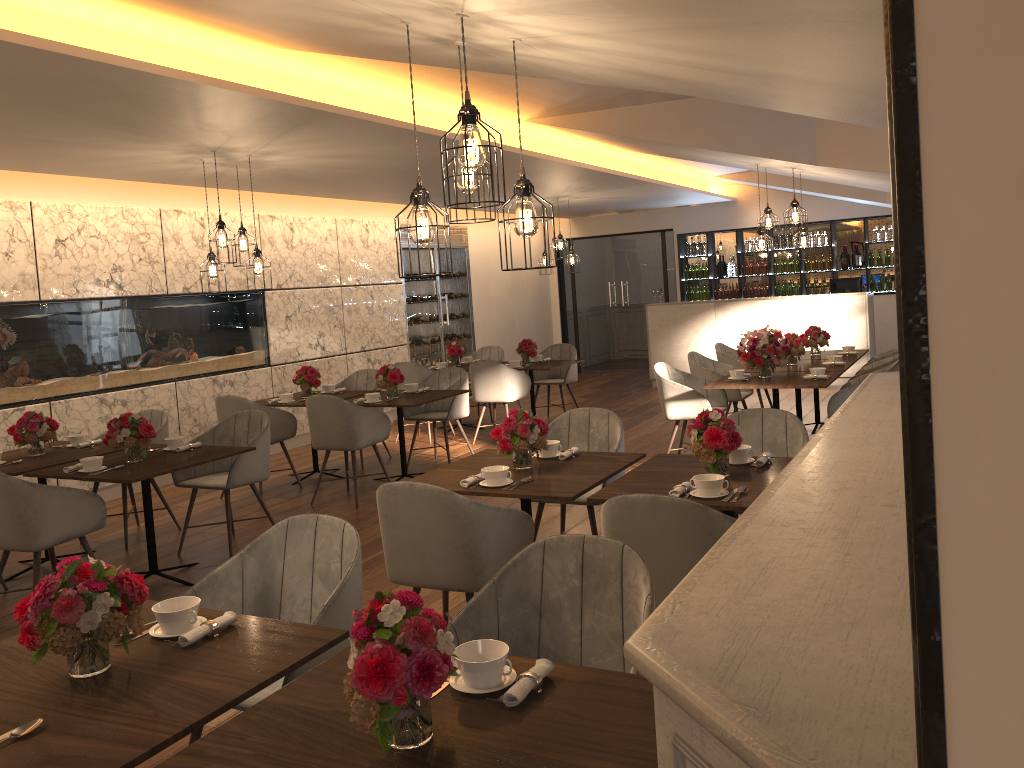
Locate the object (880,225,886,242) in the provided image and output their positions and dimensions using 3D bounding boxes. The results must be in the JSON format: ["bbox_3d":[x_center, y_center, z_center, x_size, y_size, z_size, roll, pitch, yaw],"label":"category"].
[{"bbox_3d":[5.391,-2.190,12.879,0.070,0.235,0.041,-2,4,28],"label":"object"}]

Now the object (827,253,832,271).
[{"bbox_3d":[4.762,-1.832,13.280,0.065,0.261,0.066,-4,3,7],"label":"object"}]

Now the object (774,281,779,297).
[{"bbox_3d":[4.084,-1.464,13.672,0.065,0.261,0.066,-4,3,7],"label":"object"}]

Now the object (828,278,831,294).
[{"bbox_3d":[4.787,-1.471,13.299,0.065,0.261,0.066,-4,3,7],"label":"object"}]

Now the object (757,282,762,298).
[{"bbox_3d":[3.853,-1.462,13.795,0.065,0.261,0.066,-4,3,7],"label":"object"}]

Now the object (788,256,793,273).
[{"bbox_3d":[4.254,-1.827,13.550,0.065,0.263,0.066,-4,3,7],"label":"object"}]

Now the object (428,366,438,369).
[{"bbox_3d":[-0.878,-0.182,9.867,0.056,0.039,0.176,-1,7,28],"label":"object"}]

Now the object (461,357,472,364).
[{"bbox_3d":[-0.527,-0.278,10.366,0.149,0.072,0.148,-9,7,-39],"label":"object"}]

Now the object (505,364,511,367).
[{"bbox_3d":[-0.067,-0.191,9.436,0.056,0.039,0.176,-1,7,28],"label":"object"}]

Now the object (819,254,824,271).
[{"bbox_3d":[4.664,-1.831,13.332,0.065,0.261,0.066,-4,3,7],"label":"object"}]

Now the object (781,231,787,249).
[{"bbox_3d":[4.151,-2.214,13.534,0.075,0.309,0.075,-1,4,39],"label":"object"}]

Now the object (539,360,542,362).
[{"bbox_3d":[0.352,-0.263,9.891,0.025,0.024,0.193,-1,7,28],"label":"object"}]

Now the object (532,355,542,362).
[{"bbox_3d":[0.284,-0.287,9.935,0.149,0.072,0.148,-9,7,-39],"label":"object"}]

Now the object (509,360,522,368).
[{"bbox_3d":[0.033,-0.208,9.382,0.148,0.072,0.148,-6,6,-19],"label":"object"}]

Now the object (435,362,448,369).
[{"bbox_3d":[-0.778,-0.200,9.813,0.148,0.072,0.148,-6,6,-19],"label":"object"}]

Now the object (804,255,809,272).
[{"bbox_3d":[4.469,-1.829,13.435,0.065,0.261,0.066,-4,3,7],"label":"object"}]

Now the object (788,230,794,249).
[{"bbox_3d":[4.243,-2.215,13.485,0.075,0.309,0.075,-1,4,39],"label":"object"}]

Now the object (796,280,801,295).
[{"bbox_3d":[4.376,-1.467,13.516,0.065,0.261,0.066,-4,3,7],"label":"object"}]

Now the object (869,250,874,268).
[{"bbox_3d":[5.274,-1.838,13.007,0.065,0.263,0.066,-4,3,7],"label":"object"}]

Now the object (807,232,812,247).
[{"bbox_3d":[4.479,-2.180,13.364,0.070,0.235,0.041,-2,4,28],"label":"object"}]

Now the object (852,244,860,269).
[{"bbox_3d":[5.076,-1.881,13.079,0.104,0.358,0.104,-6,4,-35],"label":"object"}]

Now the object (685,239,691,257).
[{"bbox_3d":[2.826,-2.201,14.238,0.075,0.309,0.075,-6,4,-37],"label":"object"}]

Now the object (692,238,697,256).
[{"bbox_3d":[2.918,-2.202,14.189,0.075,0.309,0.075,-5,3,-19],"label":"object"}]

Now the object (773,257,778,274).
[{"bbox_3d":[4.059,-1.824,13.653,0.065,0.261,0.066,-4,3,7],"label":"object"}]

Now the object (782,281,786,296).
[{"bbox_3d":[4.181,-1.465,13.620,0.065,0.261,0.066,-4,3,7],"label":"object"}]

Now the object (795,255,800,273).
[{"bbox_3d":[4.351,-1.828,13.498,0.065,0.263,0.066,-4,3,7],"label":"object"}]

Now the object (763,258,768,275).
[{"bbox_3d":[3.926,-1.823,13.724,0.065,0.261,0.066,-4,3,7],"label":"object"}]

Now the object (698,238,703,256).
[{"bbox_3d":[3.010,-2.203,14.140,0.075,0.309,0.075,-5,3,-15],"label":"object"}]

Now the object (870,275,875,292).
[{"bbox_3d":[5.299,-1.478,13.026,0.065,0.263,0.066,-4,3,7],"label":"object"}]

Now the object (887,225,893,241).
[{"bbox_3d":[5.480,-2.191,12.832,0.070,0.235,0.041,-2,4,28],"label":"object"}]

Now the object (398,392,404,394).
[{"bbox_3d":[-0.957,0.075,7.747,0.022,0.004,0.212,-1,7,28],"label":"object"}]

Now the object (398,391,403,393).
[{"bbox_3d":[-0.985,0.068,7.770,0.043,0.015,0.198,-1,7,24],"label":"object"}]

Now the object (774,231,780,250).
[{"bbox_3d":[4.059,-2.214,13.583,0.075,0.309,0.075,-6,4,-29],"label":"object"}]

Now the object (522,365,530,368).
[{"bbox_3d":[0.143,-0.183,9.347,0.043,0.015,0.198,-1,7,24],"label":"object"}]

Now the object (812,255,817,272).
[{"bbox_3d":[4.567,-1.830,13.383,0.065,0.261,0.066,-4,3,7],"label":"object"}]

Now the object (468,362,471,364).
[{"bbox_3d":[-0.459,-0.254,10.322,0.025,0.024,0.193,-1,7,28],"label":"object"}]

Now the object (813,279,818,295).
[{"bbox_3d":[4.592,-1.469,13.402,0.065,0.261,0.066,-4,3,7],"label":"object"}]

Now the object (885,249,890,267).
[{"bbox_3d":[5.469,-1.839,12.904,0.065,0.261,0.066,-4,3,7],"label":"object"}]

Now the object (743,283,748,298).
[{"bbox_3d":[3.658,-1.460,13.898,0.065,0.261,0.066,-4,3,7],"label":"object"}]

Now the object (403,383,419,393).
[{"bbox_3d":[-0.879,0.036,7.732,0.148,0.072,0.148,-6,6,-19],"label":"object"}]

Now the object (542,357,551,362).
[{"bbox_3d":[0.386,-0.271,9.883,0.056,0.039,0.176,-1,7,28],"label":"object"}]

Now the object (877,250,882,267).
[{"bbox_3d":[5.372,-1.838,12.956,0.065,0.261,0.066,-4,3,7],"label":"object"}]

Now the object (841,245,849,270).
[{"bbox_3d":[4.940,-1.879,13.156,0.104,0.358,0.104,-5,3,-10],"label":"object"}]

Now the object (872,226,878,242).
[{"bbox_3d":[5.302,-2.189,12.926,0.070,0.235,0.041,-2,4,28],"label":"object"}]

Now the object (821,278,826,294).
[{"bbox_3d":[4.689,-1.470,13.350,0.065,0.261,0.066,-4,3,7],"label":"object"}]

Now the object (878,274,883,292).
[{"bbox_3d":[5.397,-1.478,12.974,0.065,0.261,0.066,-4,3,7],"label":"object"}]

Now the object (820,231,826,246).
[{"bbox_3d":[4.657,-2.182,13.269,0.070,0.235,0.041,-2,4,28],"label":"object"}]

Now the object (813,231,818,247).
[{"bbox_3d":[4.568,-2.181,13.316,0.070,0.235,0.041,-2,4,28],"label":"object"}]

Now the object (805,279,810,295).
[{"bbox_3d":[4.494,-1.468,13.454,0.065,0.261,0.066,-4,3,7],"label":"object"}]

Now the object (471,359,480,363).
[{"bbox_3d":[-0.425,-0.263,10.314,0.056,0.039,0.176,-1,7,28],"label":"object"}]

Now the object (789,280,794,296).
[{"bbox_3d":[4.279,-1.466,13.568,0.065,0.261,0.066,-4,3,7],"label":"object"}]

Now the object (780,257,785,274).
[{"bbox_3d":[4.156,-1.826,13.601,0.065,0.263,0.066,-4,3,7],"label":"object"}]

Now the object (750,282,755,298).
[{"bbox_3d":[3.755,-1.461,13.847,0.065,0.261,0.066,-4,3,7],"label":"object"}]

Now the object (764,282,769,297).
[{"bbox_3d":[3.950,-1.463,13.743,0.065,0.261,0.066,-4,3,7],"label":"object"}]

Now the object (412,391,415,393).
[{"bbox_3d":[-0.811,0.060,7.688,0.025,0.024,0.193,-1,7,28],"label":"object"}]
